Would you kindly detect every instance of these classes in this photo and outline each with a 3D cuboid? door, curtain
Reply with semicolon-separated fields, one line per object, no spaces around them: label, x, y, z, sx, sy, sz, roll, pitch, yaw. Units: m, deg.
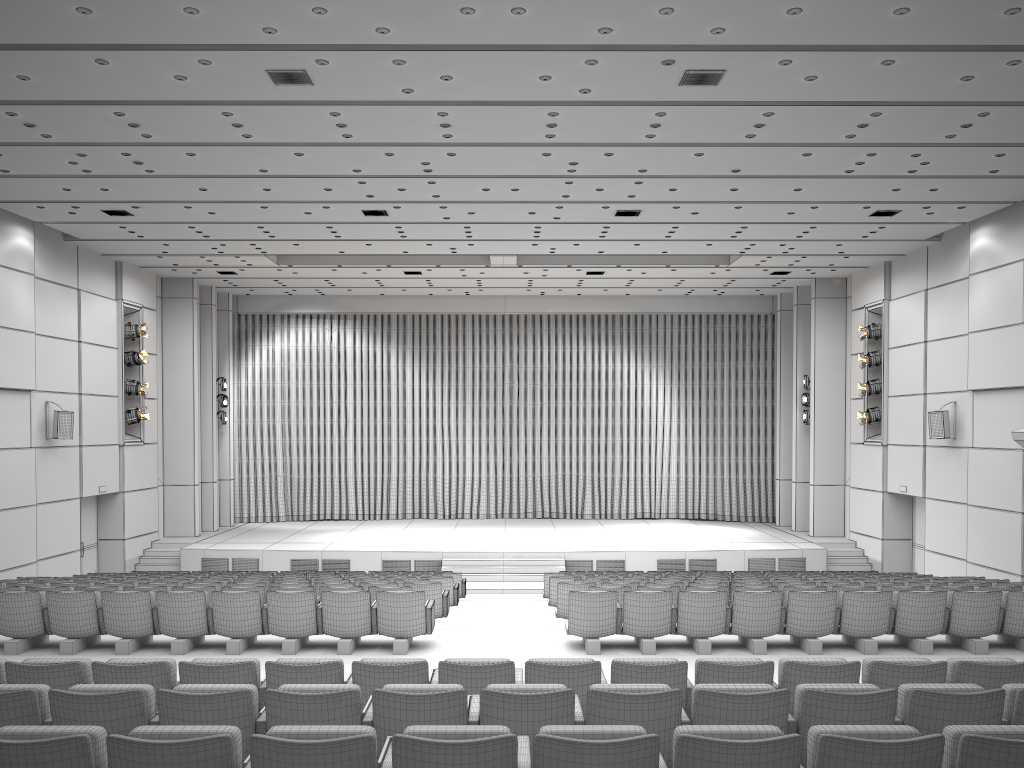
door;-9.449;3.524;19.388;0.085;2.179;1.698;0;0;0
curtain;-0.157;0.860;26.602;16.130;6.525;1.428;0;1;0
door;9.146;3.525;19.418;0.085;2.179;1.698;0;0;0

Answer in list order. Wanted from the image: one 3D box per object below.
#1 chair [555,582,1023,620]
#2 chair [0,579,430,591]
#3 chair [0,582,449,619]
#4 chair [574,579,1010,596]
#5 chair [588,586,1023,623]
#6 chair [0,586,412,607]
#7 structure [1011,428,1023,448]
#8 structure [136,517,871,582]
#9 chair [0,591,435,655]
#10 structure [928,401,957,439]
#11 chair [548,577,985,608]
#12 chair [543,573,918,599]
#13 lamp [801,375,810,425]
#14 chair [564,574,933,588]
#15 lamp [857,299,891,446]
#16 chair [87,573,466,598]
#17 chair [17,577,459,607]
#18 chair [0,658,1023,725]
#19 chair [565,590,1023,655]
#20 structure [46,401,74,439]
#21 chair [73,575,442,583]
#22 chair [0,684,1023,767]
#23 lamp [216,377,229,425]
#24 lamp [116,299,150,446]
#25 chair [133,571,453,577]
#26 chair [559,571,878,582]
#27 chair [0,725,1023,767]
chair;3.859;2.799;11.277;6.600;0.622;0.612;0;-1;0
chair;-4.101;3.004;12.368;6.050;0.622;0.612;0;-1;0
chair;-4.117;2.799;11.264;6.600;0.622;0.612;0;-1;0
chair;3.875;3.004;12.380;6.050;0.622;0.612;0;-1;0
chair;3.878;2.595;10.174;6.050;0.622;0.612;0;-1;0
chair;-4.098;2.594;10.161;6.050;0.622;0.612;0;-1;0
structure;8.671;0.860;14.678;0.471;0.417;0.520;0;-1;-3
structure;-0.106;4.392;23.541;17.819;0.846;8.321;0;-3;0
chair;-4.113;2.389;9.058;6.600;0.622;0.612;0;-1;0
structure;8.486;0.717;17.438;0.410;0.745;0.409;0;0;-43
chair;3.856;3.209;13.483;6.600;0.622;0.612;0;-1;0
chair;3.852;3.619;15.690;6.600;0.622;0.612;0;-1;0
lamp;7.819;0.411;23.191;0.436;1.479;0.385;0;1;-4
chair;3.871;3.414;14.586;6.050;0.622;0.612;0;-1;0
lamp;8.466;-0.237;20.621;0.755;3.342;1.021;0;1;-4
chair;-4.124;3.618;15.677;6.600;0.622;0.612;0;-1;0
chair;-4.120;3.208;13.471;6.600;0.622;0.612;0;-1;0
chair;-0.474;2.079;5.841;13.200;0.622;0.612;0;-1;0
chair;3.863;2.390;9.071;6.600;0.622;0.612;0;-1;0
structure;-8.852;0.711;17.316;0.410;0.745;0.409;0;0;-43
chair;-4.105;3.413;14.574;6.050;0.622;0.612;0;-1;0
chair;-0.446;1.875;4.738;13.750;0.622;0.612;0;-1;0
lamp;-8.044;0.470;24.360;0.436;1.479;0.385;0;1;4
lamp;-8.863;-0.239;20.573;0.746;3.342;1.019;0;1;0
chair;-4.073;3.823;16.786;6.050;0.622;0.612;0;-1;0
chair;3.902;3.824;16.799;6.050;0.622;0.612;0;-1;0
chair;-0.471;1.670;3.635;13.200;0.622;0.612;0;-1;0
